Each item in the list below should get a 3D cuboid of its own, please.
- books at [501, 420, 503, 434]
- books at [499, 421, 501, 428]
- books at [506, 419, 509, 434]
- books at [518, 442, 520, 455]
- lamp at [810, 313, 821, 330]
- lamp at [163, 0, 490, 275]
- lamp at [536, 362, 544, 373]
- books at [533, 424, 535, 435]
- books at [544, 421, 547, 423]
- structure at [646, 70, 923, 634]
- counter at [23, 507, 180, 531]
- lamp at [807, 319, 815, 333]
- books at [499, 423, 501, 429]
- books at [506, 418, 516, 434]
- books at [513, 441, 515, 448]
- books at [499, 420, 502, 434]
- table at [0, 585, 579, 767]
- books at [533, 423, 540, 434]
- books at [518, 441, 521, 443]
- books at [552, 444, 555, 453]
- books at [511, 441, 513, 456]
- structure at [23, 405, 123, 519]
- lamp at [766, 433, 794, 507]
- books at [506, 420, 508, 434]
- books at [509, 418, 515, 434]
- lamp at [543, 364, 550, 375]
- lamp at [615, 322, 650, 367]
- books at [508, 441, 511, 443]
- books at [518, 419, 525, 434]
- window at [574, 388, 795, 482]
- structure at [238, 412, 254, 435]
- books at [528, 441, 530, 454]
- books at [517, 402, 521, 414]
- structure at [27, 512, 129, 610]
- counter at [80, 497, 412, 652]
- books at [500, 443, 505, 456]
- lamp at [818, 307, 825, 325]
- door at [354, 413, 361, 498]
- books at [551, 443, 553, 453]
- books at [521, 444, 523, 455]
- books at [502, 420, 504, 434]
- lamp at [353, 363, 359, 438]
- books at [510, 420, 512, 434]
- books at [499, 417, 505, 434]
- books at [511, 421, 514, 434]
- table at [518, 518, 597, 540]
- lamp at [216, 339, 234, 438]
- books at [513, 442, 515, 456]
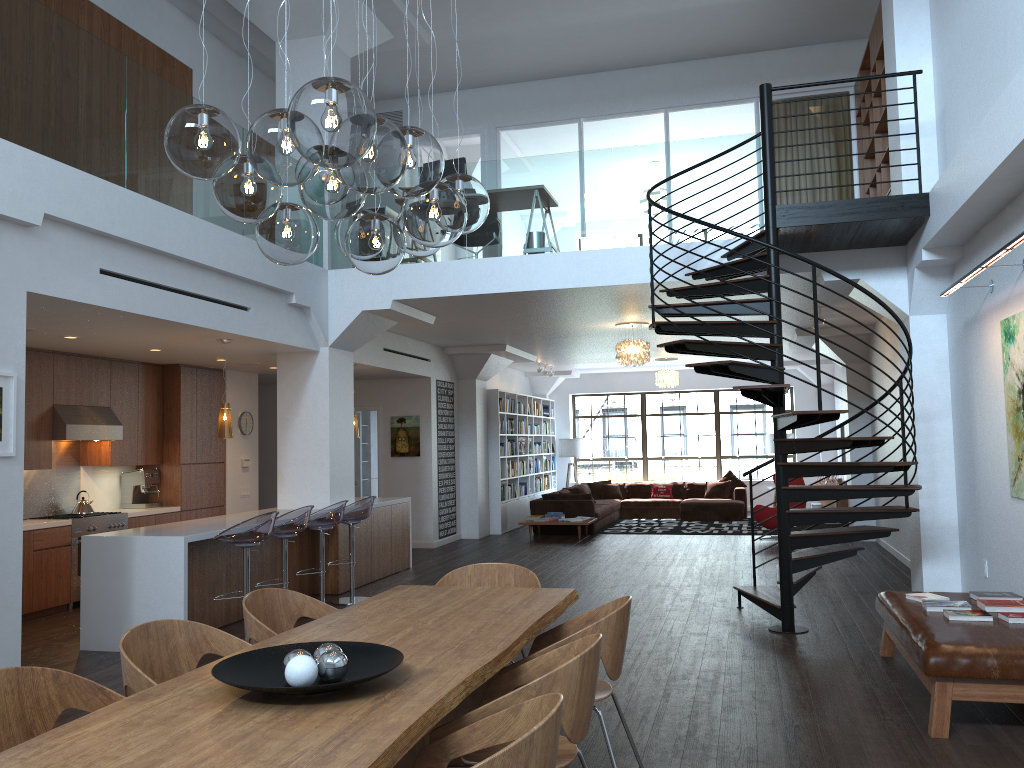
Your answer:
[{"bbox_3d":[-0.251,0.734,15.048,0.172,0.235,0.112,-2,-4,15],"label":"books"},{"bbox_3d":[-0.272,0.739,14.990,0.161,0.218,0.101,-2,-4,15],"label":"books"},{"bbox_3d":[-0.140,0.753,15.556,0.180,0.259,0.042,-2,-4,15],"label":"books"},{"bbox_3d":[0.058,1.179,16.181,0.174,0.240,0.054,-2,-4,15],"label":"books"},{"bbox_3d":[3.707,-0.757,10.785,0.120,0.211,0.111,1,-4,-26],"label":"lamp"},{"bbox_3d":[-0.615,-1.505,3.272,0.849,2.140,1.787,-2,-4,14],"label":"lamp"},{"bbox_3d":[0.511,-0.304,16.450,0.120,0.211,0.111,2,-5,-41],"label":"lamp"},{"bbox_3d":[0.367,0.895,17.387,0.146,0.202,0.027,-2,-4,15],"label":"books"},{"bbox_3d":[0.636,0.917,18.446,0.176,0.290,0.036,-2,-4,14],"label":"books"},{"bbox_3d":[2.106,-0.256,7.059,1.998,4.352,1.998,1,-4,-24],"label":"structure"},{"bbox_3d":[-4.635,1.304,8.080,0.600,0.050,4.387,-2,-4,15],"label":"counter"},{"bbox_3d":[3.837,-0.726,11.273,0.120,0.211,0.111,2,-5,-41],"label":"lamp"},{"bbox_3d":[-0.287,0.752,14.912,0.161,0.182,0.170,-2,-4,15],"label":"books"},{"bbox_3d":[-0.021,0.763,15.971,0.176,0.291,0.053,-2,-4,15],"label":"books"},{"bbox_3d":[-0.041,1.151,15.826,0.182,0.253,0.034,-2,-4,15],"label":"books"},{"bbox_3d":[-0.261,0.734,15.018,0.152,0.232,0.104,-2,-4,15],"label":"books"},{"bbox_3d":[-0.630,1.319,2.773,1.012,0.750,3.803,-2,-4,15],"label":"table"},{"bbox_3d":[0.485,0.910,17.873,0.140,0.231,0.042,-2,-4,15],"label":"books"},{"bbox_3d":[0.077,1.180,16.292,0.183,0.253,0.042,-2,-4,15],"label":"books"},{"bbox_3d":[0.809,1.368,19.013,0.182,0.215,0.188,-2,-4,15],"label":"books"},{"bbox_3d":[-0.072,1.143,15.689,0.182,0.253,0.034,-2,-4,15],"label":"books"},{"bbox_3d":[-4.453,0.782,9.008,0.529,1.110,0.811,-2,-4,15],"label":"structure"},{"bbox_3d":[5.431,1.793,17.858,0.545,1.579,0.545,-3,-4,26],"label":"lamp"},{"bbox_3d":[-0.157,0.751,15.471,0.183,0.253,0.042,-2,-4,15],"label":"books"},{"bbox_3d":[-0.050,0.764,15.925,0.198,0.284,0.049,-2,-4,15],"label":"books"},{"bbox_3d":[0.640,-0.273,16.938,0.120,0.211,0.111,1,-4,-26],"label":"lamp"},{"bbox_3d":[1.550,-0.497,11.388,0.442,0.539,0.441,1,-5,-33],"label":"lamp"},{"bbox_3d":[-0.103,1.141,15.662,0.182,0.253,0.034,-2,-4,15],"label":"books"},{"bbox_3d":[0.150,0.803,16.616,0.176,0.290,0.053,-2,-4,15],"label":"books"},{"bbox_3d":[3.637,1.129,19.114,4.648,1.905,0.114,-2,-4,15],"label":"window"},{"bbox_3d":[-3.440,0.510,11.475,0.040,0.300,0.300,-2,-4,15],"label":"structure"},{"bbox_3d":[0.257,1.220,16.935,0.174,0.251,0.051,-2,-4,15],"label":"books"},{"bbox_3d":[0.093,0.450,16.443,0.140,0.231,0.042,-2,-4,15],"label":"books"},{"bbox_3d":[-4.367,1.780,8.923,0.662,0.919,0.811,-2,-4,15],"label":"structure"},{"bbox_3d":[-1.795,1.579,7.057,3.039,0.860,8.182,0,-4,-15],"label":"counter"},{"bbox_3d":[-0.199,1.122,15.183,0.140,0.231,0.042,-2,-4,15],"label":"books"},{"bbox_3d":[3.574,-0.788,10.285,0.120,0.211,0.111,0,-4,-11],"label":"lamp"},{"bbox_3d":[-2.812,1.492,14.265,0.826,2.032,0.174,-2,-4,15],"label":"door"},{"bbox_3d":[0.777,1.366,18.928,0.167,0.210,0.162,-2,-4,15],"label":"books"},{"bbox_3d":[0.119,1.210,16.405,0.161,0.207,0.135,-2,-4,14],"label":"books"},{"bbox_3d":[-0.233,0.735,15.130,0.174,0.242,0.105,-2,-4,15],"label":"books"},{"bbox_3d":[-1.924,0.207,10.718,0.149,0.900,0.149,1,-4,-30],"label":"lamp"},{"bbox_3d":[-0.100,0.765,15.703,0.183,0.253,0.042,-2,-4,15],"label":"books"},{"bbox_3d":[-0.206,0.716,15.204,0.176,0.290,0.053,-2,-4,15],"label":"books"},{"bbox_3d":[-0.061,0.778,15.808,0.174,0.240,0.054,-2,-4,15],"label":"books"},{"bbox_3d":[0.740,2.291,14.025,1.100,0.271,0.853,-2,-4,15],"label":"table"},{"bbox_3d":[-1.537,-0.379,8.911,2.842,1.807,0.149,2,-5,-36],"label":"lamp"},{"bbox_3d":[-0.045,1.155,15.785,0.174,0.239,0.045,-2,-4,15],"label":"books"}]
